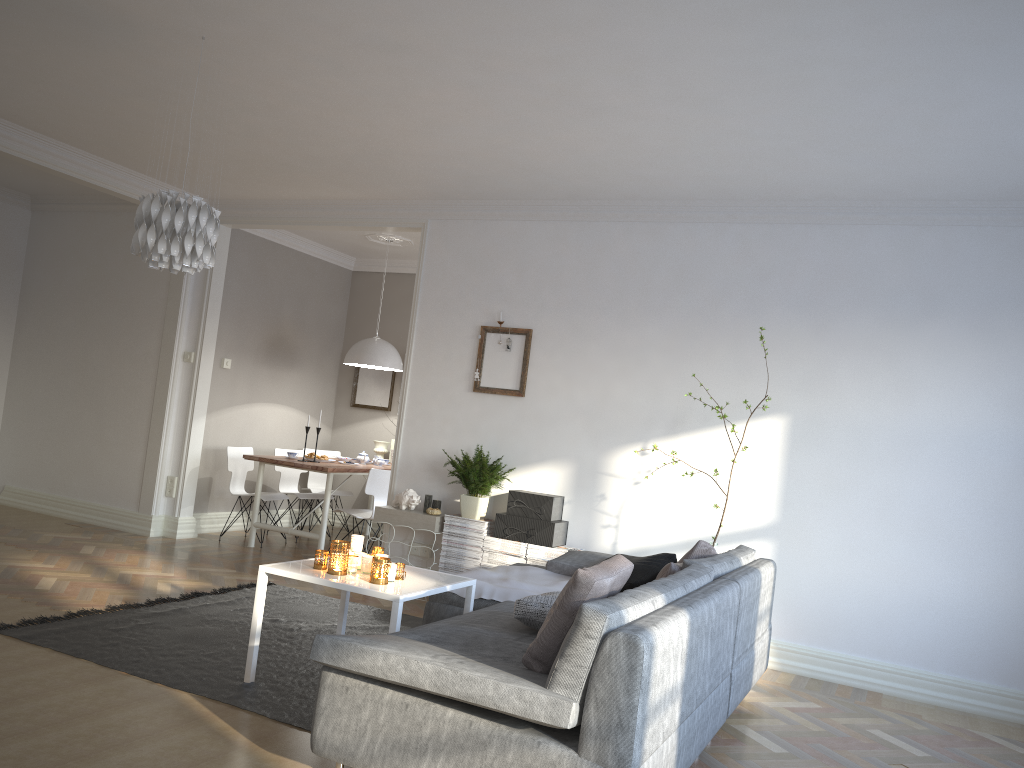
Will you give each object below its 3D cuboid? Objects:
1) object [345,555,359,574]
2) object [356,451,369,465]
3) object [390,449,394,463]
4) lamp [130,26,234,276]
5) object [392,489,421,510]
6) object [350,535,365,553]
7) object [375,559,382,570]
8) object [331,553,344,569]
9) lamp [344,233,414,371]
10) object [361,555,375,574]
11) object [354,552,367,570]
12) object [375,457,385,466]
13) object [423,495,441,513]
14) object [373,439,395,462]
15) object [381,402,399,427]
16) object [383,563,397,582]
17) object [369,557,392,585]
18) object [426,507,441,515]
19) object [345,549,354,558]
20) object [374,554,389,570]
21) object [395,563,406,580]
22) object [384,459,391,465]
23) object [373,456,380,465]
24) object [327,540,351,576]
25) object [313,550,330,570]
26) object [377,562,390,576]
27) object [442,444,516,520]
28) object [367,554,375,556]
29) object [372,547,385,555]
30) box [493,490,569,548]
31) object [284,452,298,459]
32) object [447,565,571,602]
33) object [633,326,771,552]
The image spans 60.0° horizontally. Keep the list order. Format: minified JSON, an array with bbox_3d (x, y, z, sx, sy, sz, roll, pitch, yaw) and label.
[{"bbox_3d":[-0.707,0.795,3.910,0.060,0.073,0.060,6,-2,14],"label":"object"},{"bbox_3d":[-1.329,0.656,7.918,0.143,0.118,0.124,6,-3,29],"label":"object"},{"bbox_3d":[-1.151,0.712,8.685,0.094,0.132,0.097,7,-2,-9],"label":"object"},{"bbox_3d":[-1.442,-1.026,3.941,0.355,1.065,0.354,8,-2,-23],"label":"lamp"},{"bbox_3d":[-0.727,0.797,6.150,0.137,0.150,0.311,9,-3,-35],"label":"object"},{"bbox_3d":[-0.707,0.728,4.040,0.060,0.073,0.060,5,-3,41],"label":"object"},{"bbox_3d":[-0.579,0.811,3.935,0.060,0.073,0.060,9,-3,-40],"label":"object"},{"bbox_3d":[-0.772,0.787,3.913,0.060,0.073,0.060,6,-2,14],"label":"object"},{"bbox_3d":[-1.178,-0.736,8.002,0.529,1.181,0.531,6,-3,32],"label":"lamp"},{"bbox_3d":[-0.643,0.804,3.951,0.060,0.073,0.060,8,-3,-19],"label":"object"},{"bbox_3d":[-0.690,0.802,4.014,0.060,0.073,0.060,7,-2,5],"label":"object"},{"bbox_3d":[-1.180,0.691,7.927,0.090,0.086,0.090,8,-3,-20],"label":"object"},{"bbox_3d":[-0.549,0.825,6.133,0.123,0.134,0.062,8,-2,-24],"label":"object"},{"bbox_3d":[-1.237,0.658,8.817,0.310,0.228,0.172,8,-3,-22],"label":"object"},{"bbox_3d":[-0.974,0.406,8.675,0.698,0.781,0.352,7,-2,7],"label":"object"},{"bbox_3d":[-0.527,0.812,3.816,0.060,0.073,0.060,8,-2,-13],"label":"object"},{"bbox_3d":[-0.558,0.789,3.750,0.080,0.104,0.080,6,-2,15],"label":"object"},{"bbox_3d":[-0.531,0.867,6.031,0.099,0.046,0.104,8,-3,-19],"label":"object"},{"bbox_3d":[-0.736,0.799,4.062,0.060,0.073,0.060,7,-2,5],"label":"object"},{"bbox_3d":[-0.596,0.815,4.036,0.060,0.073,0.060,9,-3,-40],"label":"object"},{"bbox_3d":[-0.491,0.823,3.892,0.054,0.068,0.047,8,-2,-15],"label":"object"},{"bbox_3d":[-1.173,0.720,8.174,0.116,0.056,0.116,7,-3,-3],"label":"object"},{"bbox_3d":[-1.224,0.691,8.016,0.072,0.086,0.086,7,-3,-10],"label":"object"},{"bbox_3d":[-0.752,0.752,3.843,0.090,0.139,0.087,7,-2,-5],"label":"object"},{"bbox_3d":[-0.841,0.775,3.911,0.060,0.079,0.060,6,-2,15],"label":"object"},{"bbox_3d":[-0.565,0.810,3.871,0.060,0.073,0.060,9,-3,-40],"label":"object"},{"bbox_3d":[-0.252,0.661,5.961,0.437,0.526,0.369,6,-3,25],"label":"object"},{"bbox_3d":[-0.657,0.817,4.084,0.052,0.058,0.050,7,-2,-6],"label":"object"},{"bbox_3d":[-0.637,0.815,4.204,0.060,0.079,0.060,6,-3,19],"label":"object"},{"bbox_3d":[0.124,0.874,5.805,0.419,0.315,0.299,6,-3,25],"label":"box"},{"bbox_3d":[-1.846,0.600,7.448,0.116,0.056,0.137,9,-3,-34],"label":"object"},{"bbox_3d":[0.004,1.210,4.631,0.725,0.437,0.813,6,-3,23],"label":"object"},{"bbox_3d":[1.075,0.456,5.113,0.776,1.673,0.340,8,-2,-16],"label":"object"}]
